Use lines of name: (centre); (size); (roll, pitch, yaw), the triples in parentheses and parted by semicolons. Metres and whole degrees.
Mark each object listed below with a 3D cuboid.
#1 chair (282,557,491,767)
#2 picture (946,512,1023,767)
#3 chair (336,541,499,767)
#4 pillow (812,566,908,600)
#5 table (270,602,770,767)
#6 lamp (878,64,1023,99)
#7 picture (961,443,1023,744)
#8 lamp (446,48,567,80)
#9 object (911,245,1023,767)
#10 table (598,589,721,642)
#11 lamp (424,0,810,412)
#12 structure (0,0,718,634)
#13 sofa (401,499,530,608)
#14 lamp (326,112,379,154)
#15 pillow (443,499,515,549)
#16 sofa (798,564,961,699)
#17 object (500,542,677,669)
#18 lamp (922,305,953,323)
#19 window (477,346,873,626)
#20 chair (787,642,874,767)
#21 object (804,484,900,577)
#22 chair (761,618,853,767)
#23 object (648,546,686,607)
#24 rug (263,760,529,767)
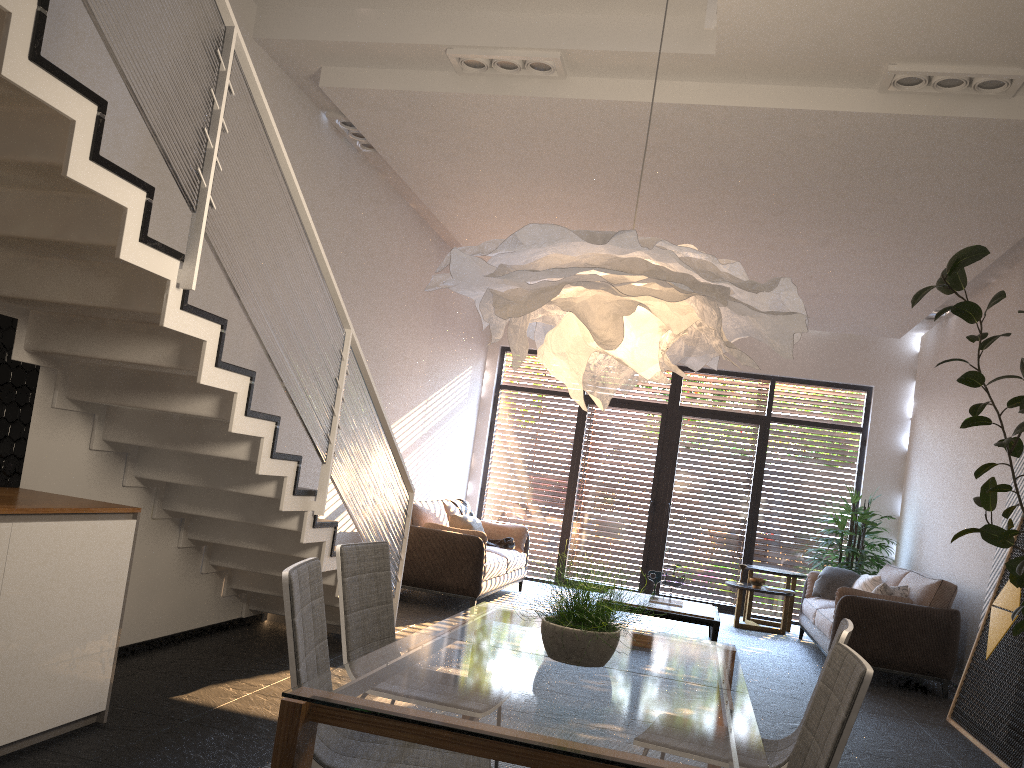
chair: (-0.350, 0.973, 2.350); (0.601, 0.916, 0.476); (8, -4, -2)
picture: (3.149, 1.460, 5.397); (0.386, 1.600, 1.505); (7, -5, 13)
chair: (-0.336, 1.058, 3.111); (0.600, 0.916, 0.477); (7, -4, 15)
pillow: (3.205, 1.927, 8.207); (0.617, 0.341, 1.903); (7, -6, 13)
table: (0.137, 1.171, 2.593); (0.996, 0.712, 1.810); (7, -6, 13)
lamp: (2.226, -1.550, 4.492); (0.644, 0.066, 0.255); (7, -6, 12)
picture: (3.463, 1.369, 6.122); (0.207, 2.012, 0.962); (7, -4, 13)
lamp: (-0.024, -1.816, 4.984); (0.644, 0.066, 0.255); (7, -6, 12)
object: (2.792, 0.500, 4.450); (0.909, 3.189, 2.016); (9, -4, -10)
table: (1.333, 2.141, 8.066); (1.047, 0.306, 1.122); (7, -6, 12)
lamp: (0.656, -2.464, 2.805); (1.115, 5.196, 1.067); (7, -3, 23)
structure: (0.016, -2.758, 1.936); (4.228, 8.281, 8.505); (7, -5, 13)
sofa: (-0.497, 1.670, 8.963); (0.992, 0.916, 2.334); (7, -6, 13)
lamp: (-1.091, -1.816, 6.389); (0.253, 0.066, 0.648); (7, -6, 13)
pillow: (-0.554, 1.598, 9.492); (0.953, 0.705, 1.024); (4, -6, 37)
sofa: (3.295, 2.120, 8.133); (0.992, 0.916, 2.334); (7, -6, 13)
object: (0.228, 0.658, 2.629); (0.531, 0.366, 0.671); (7, -5, 8)
lamp: (4.368, -0.742, 9.123); (0.253, 0.066, 0.648); (7, -6, 13)
window: (1.900, 1.198, 11.062); (4.934, 3.019, 0.461); (7, -3, 12)
chair: (0.489, 1.073, 2.167); (0.600, 0.916, 0.477); (7, -4, 13)
object: (3.715, 1.947, 9.732); (0.981, 1.717, 0.914); (10, -4, -22)
chair: (0.730, 1.183, 2.864); (0.600, 0.916, 0.478); (7, -4, 22)
object: (0.034, -0.872, 4.291); (0.365, 4.458, 8.962); (7, -6, 24)
rug: (0.095, 1.522, 2.590); (2.367, 0.006, 3.706); (7, -6, 12)
